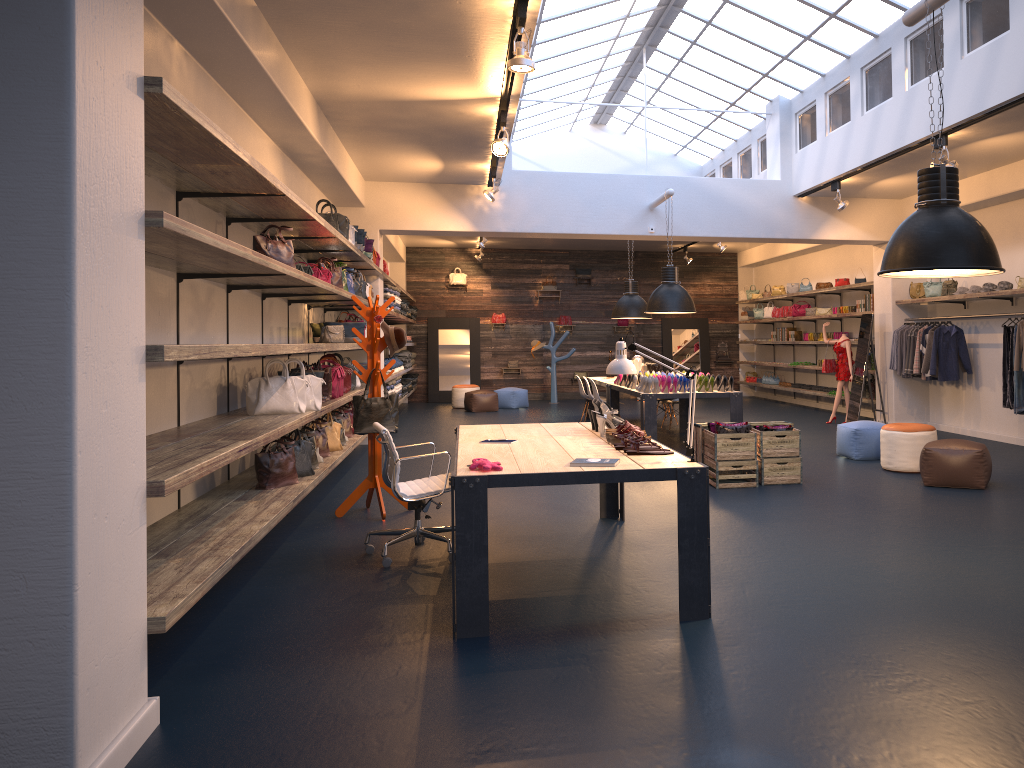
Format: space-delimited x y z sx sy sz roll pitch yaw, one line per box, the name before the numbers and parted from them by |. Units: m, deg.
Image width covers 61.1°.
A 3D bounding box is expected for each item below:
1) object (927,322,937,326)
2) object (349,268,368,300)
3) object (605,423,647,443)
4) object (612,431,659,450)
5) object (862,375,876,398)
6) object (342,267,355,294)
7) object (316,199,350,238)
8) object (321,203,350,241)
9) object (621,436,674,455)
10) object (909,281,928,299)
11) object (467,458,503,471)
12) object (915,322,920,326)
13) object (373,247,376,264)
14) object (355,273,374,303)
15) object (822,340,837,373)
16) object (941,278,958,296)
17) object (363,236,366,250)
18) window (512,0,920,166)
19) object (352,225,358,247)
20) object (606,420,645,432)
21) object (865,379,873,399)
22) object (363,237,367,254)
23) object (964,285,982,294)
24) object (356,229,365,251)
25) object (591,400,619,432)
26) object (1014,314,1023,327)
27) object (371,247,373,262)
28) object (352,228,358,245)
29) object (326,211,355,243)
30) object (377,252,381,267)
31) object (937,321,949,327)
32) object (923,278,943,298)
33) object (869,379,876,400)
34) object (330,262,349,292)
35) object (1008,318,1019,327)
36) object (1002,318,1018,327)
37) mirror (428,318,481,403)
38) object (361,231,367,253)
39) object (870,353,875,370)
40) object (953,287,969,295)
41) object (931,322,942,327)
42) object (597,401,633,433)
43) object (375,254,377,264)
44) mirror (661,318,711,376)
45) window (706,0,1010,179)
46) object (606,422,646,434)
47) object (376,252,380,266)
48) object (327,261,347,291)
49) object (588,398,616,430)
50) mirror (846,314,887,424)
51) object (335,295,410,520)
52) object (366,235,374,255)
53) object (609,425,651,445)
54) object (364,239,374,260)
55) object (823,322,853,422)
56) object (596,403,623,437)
object | 6.064 -0.857 12.527 0.445 0.220 0.010 -1 -1 -12
object | -1.819 -1.142 9.979 0.179 0.386 0.455 0 1 32
object | 0.699 0.298 5.309 0.259 0.117 0.100 0 1 -2
object | 0.717 0.325 5.007 0.286 0.090 0.219 0 2 -5
object | 6.068 0.045 14.698 0.373 0.391 0.179 0 0 3
object | -1.779 -1.077 9.195 0.202 0.339 0.403 0 1 31
object | -1.734 -1.528 8.091 0.445 0.386 0.183 -1 0 -16
object | -1.763 -1.536 8.278 0.438 0.386 0.187 0 0 -10
object | 0.748 0.336 4.778 0.287 0.090 0.208 -1 2 -9
object | 6.127 -1.401 13.031 0.303 0.284 0.214 0 0 20
object | -0.137 0.387 4.242 0.164 0.051 0.295 -1 3 -10
object | 6.031 -0.873 12.891 0.445 0.220 0.010 -1 -1 -12
object | -1.896 -1.674 11.126 0.209 0.385 0.273 0 0 41
object | -1.854 -1.170 10.558 0.179 0.386 0.455 0 1 32
object | 5.261 -0.458 14.378 0.344 0.554 0.083 0 -1 -34
object | 6.195 -1.371 12.313 0.239 0.284 0.380 0 1 11
object | -1.793 -1.518 9.400 0.435 0.236 0.170 -1 0 -15
window | 2.220 -4.417 8.298 4.431 0.838 18.293 0 3 -4
object | -1.739 -1.501 8.868 0.328 0.245 0.188 0 0 10
object | 0.724 0.286 5.537 0.263 0.117 0.098 0 1 -6
object | 6.062 0.080 14.525 0.380 0.339 0.214 0 0 -3
object | -1.843 -1.535 9.751 0.435 0.236 0.170 -1 0 -15
object | 6.184 -1.261 11.632 0.223 0.125 0.197 1 2 29
object | -1.748 -1.504 9.053 0.428 0.232 0.173 -1 0 -8
object | 0.683 0.215 5.940 0.288 0.224 0.115 0 0 -10
object | 6.165 -0.778 10.483 0.240 0.177 0.014 -1 -1 -12
object | -1.829 -1.614 10.320 0.353 0.335 0.164 0 0 1
object | -1.769 -1.529 8.688 0.443 0.331 0.184 -1 0 -14
object | -1.757 -1.520 8.489 0.446 0.331 0.183 -1 0 -17
object | -1.900 -1.654 11.521 0.200 0.311 0.267 0 1 44
object | 6.072 -0.840 12.226 0.445 0.220 0.010 -1 -1 -12
object | 6.197 -1.434 12.700 0.343 0.367 0.188 0 0 28
object | 6.041 0.080 14.328 0.354 0.356 0.157 0 0 -11
object | -1.751 -1.052 8.678 0.202 0.339 0.403 0 1 31
object | 6.159 -0.784 10.600 0.240 0.177 0.014 -1 -1 -12
object | 6.152 -0.790 10.727 0.240 0.177 0.014 -1 -1 -12
mirror | -1.304 -0.549 19.695 1.195 1.920 0.258 0 -1 -12
object | -1.758 -1.512 9.222 0.438 0.232 0.169 -1 1 -17
object | 6.030 -0.401 14.232 0.354 0.356 0.157 0 0 -11
object | 6.168 -1.275 11.925 0.223 0.125 0.197 1 2 29
object | 6.071 -0.851 12.408 0.445 0.220 0.010 -1 -1 -12
object | 0.697 0.222 5.788 0.296 0.224 0.112 -1 0 -20
object | -1.903 -1.653 11.255 0.209 0.331 0.273 0 0 41
mirror | 4.197 -0.631 20.887 1.195 1.920 0.258 0 -1 -12
window | 2.053 -3.638 11.752 4.595 0.652 11.031 0 3 -5
object | 0.716 0.292 5.420 0.271 0.117 0.095 -1 1 -18
object | -1.881 -1.631 11.423 0.244 0.284 0.317 0 1 30
object | -1.732 -1.031 8.416 0.183 0.323 0.405 0 1 33
object | 0.671 0.209 6.070 0.289 0.224 0.115 0 0 -11
mirror | 5.501 -0.210 13.515 0.538 1.767 0.490 0 -1 -8
object | -1.091 0.164 6.883 0.424 1.731 0.465 0 -1 19
object | -1.845 -1.661 10.627 0.306 0.411 0.130 0 -1 -14
object | 0.711 0.303 5.193 0.270 0.117 0.095 -1 1 -17
object | -1.793 -1.545 9.960 0.428 0.236 0.173 -1 0 -8
object | 5.385 -0.189 14.146 0.371 1.666 0.692 0 -1 -28
object | 0.683 0.229 5.647 0.295 0.224 0.112 -1 0 -20
